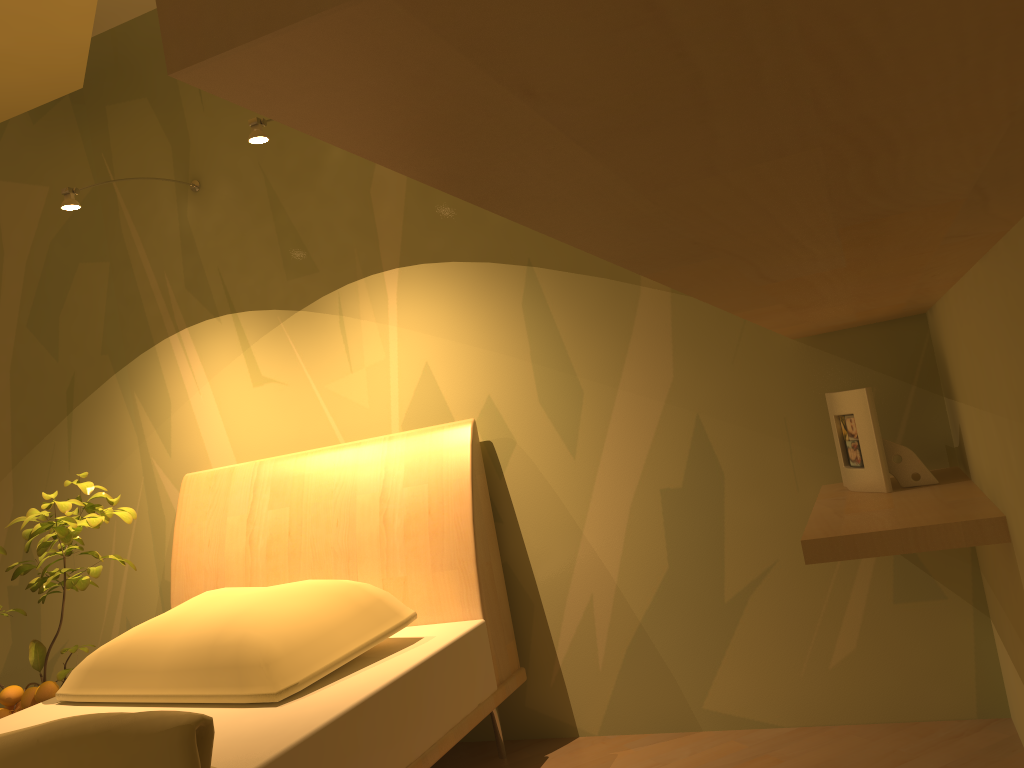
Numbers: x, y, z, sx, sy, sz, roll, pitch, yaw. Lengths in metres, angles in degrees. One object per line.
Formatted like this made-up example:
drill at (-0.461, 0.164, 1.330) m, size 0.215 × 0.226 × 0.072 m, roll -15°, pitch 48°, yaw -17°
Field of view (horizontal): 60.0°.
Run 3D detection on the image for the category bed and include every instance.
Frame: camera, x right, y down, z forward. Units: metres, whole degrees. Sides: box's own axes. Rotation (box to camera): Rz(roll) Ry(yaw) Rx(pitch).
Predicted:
bed at (-0.942, 0.648, 1.513) m, size 1.286 × 0.894 × 2.378 m, roll -12°, pitch -4°, yaw 21°

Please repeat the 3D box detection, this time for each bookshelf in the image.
bookshelf at (0.298, -0.335, 0.912) m, size 0.300 × 1.240 × 2.605 m, roll -12°, pitch -4°, yaw 22°

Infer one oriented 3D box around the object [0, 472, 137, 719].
object at (-1.409, 0.763, 2.482) m, size 0.828 × 0.944 × 0.372 m, roll -11°, pitch -3°, yaw 15°

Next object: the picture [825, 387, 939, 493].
picture at (0.786, 0.115, 1.931) m, size 0.131 × 0.219 × 0.247 m, roll -10°, pitch -3°, yaw -1°

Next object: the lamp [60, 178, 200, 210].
lamp at (-1.097, -0.559, 2.583) m, size 0.050 × 0.178 × 0.533 m, roll -12°, pitch -4°, yaw 22°

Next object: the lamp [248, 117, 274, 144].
lamp at (-0.534, -0.675, 2.356) m, size 0.050 × 0.178 × 0.533 m, roll -12°, pitch -4°, yaw 22°

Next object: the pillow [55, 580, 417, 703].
pillow at (-0.677, 0.622, 2.156) m, size 0.801 × 0.213 × 0.482 m, roll -12°, pitch -4°, yaw 32°
